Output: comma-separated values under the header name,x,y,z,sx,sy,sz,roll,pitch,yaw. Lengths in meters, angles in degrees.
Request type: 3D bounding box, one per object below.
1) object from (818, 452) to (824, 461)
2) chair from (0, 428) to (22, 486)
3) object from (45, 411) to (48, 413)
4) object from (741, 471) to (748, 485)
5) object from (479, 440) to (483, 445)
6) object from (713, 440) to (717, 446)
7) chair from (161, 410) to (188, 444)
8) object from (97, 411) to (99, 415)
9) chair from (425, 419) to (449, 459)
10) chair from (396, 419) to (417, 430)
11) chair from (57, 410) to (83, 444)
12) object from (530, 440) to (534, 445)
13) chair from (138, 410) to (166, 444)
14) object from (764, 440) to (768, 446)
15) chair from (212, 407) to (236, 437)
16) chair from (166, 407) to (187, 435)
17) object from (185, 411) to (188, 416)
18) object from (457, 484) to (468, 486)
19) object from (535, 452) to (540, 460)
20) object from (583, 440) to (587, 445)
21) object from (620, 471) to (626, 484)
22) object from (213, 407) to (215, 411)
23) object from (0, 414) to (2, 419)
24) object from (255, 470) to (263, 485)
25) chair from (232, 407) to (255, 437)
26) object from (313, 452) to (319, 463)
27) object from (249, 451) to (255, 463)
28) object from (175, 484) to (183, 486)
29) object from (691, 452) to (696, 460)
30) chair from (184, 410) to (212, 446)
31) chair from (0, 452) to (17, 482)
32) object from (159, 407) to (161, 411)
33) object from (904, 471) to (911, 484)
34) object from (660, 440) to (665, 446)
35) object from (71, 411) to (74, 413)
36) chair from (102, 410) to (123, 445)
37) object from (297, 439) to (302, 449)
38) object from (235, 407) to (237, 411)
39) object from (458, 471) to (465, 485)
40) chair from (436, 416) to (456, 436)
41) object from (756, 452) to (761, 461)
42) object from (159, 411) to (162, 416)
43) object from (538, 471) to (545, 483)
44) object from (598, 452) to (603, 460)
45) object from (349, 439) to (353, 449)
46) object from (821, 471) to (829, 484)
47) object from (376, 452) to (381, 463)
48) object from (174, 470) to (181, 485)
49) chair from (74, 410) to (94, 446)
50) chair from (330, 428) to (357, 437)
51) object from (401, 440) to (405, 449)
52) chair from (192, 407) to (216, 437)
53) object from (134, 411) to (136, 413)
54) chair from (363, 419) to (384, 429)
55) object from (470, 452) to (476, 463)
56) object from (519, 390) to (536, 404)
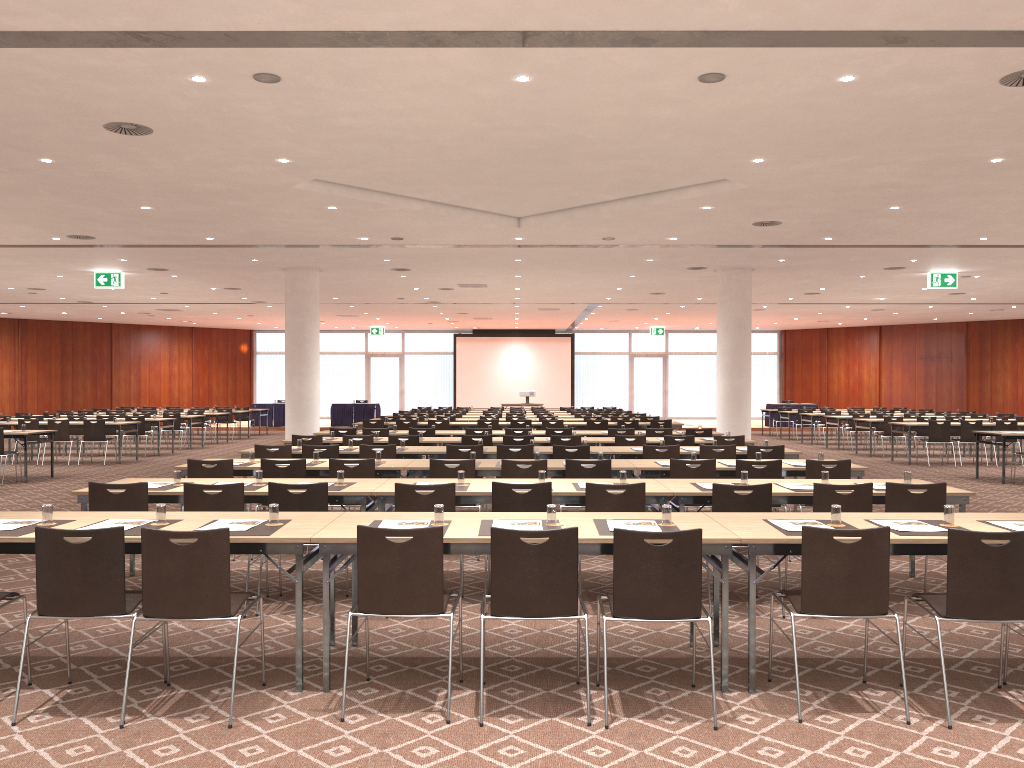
name,x,y,z,sx,sy,sz,roll,pitch,yaw
object,3.171,0.757,9.105,0.054,0.114,0.054,0,1,-34
chair,-8.446,1.174,14.514,0.535,0.939,0.613,0,0,-1
object,-11.884,0.752,22.645,0.054,0.114,0.054,0,1,-34
object,1.862,0.755,7.104,0.054,0.114,0.054,0,1,34
object,-0.392,0.755,11.112,0.054,0.114,0.054,0,0,-11
object,2.536,0.757,11.090,0.054,0.114,0.054,0,1,-34
chair,-9.183,1.179,24.090,0.535,0.939,0.613,0,0,2
object,-10.577,0.753,22.644,0.054,0.114,0.054,0,1,-34
chair,-1.476,1.182,18.027,0.535,0.939,0.613,0,0,1
chair,-2.128,1.181,18.106,0.535,0.939,0.613,0,0,1
chair,-12.093,1.177,24.160,0.535,0.939,0.613,0,0,-2
object,0.254,0.756,11.103,0.054,0.114,0.054,0,0,-11
chair,-9.806,1.178,24.151,0.535,0.939,0.613,0,0,1
object,3.178,0.758,11.099,0.054,0.114,0.054,0,0,-11
chair,-9.118,1.181,28.089,0.535,0.939,0.613,0,0,3
chair,-10.701,1.180,28.154,0.535,0.939,0.613,0,0,-2
object,-8.306,0.755,22.635,0.054,0.114,0.054,0,0,-11
object,-0.396,0.810,7.103,0.102,0.001,0.102,0,0,-34
object,0.260,0.754,9.102,0.054,0.114,0.054,0,1,34
object,0.910,0.756,11.097,0.054,0.114,0.054,0,1,34
object,0.890,0.754,7.110,0.054,0.114,0.054,0,0,-11
object,-8.950,0.757,26.638,0.054,0.114,0.054,0,0,-11
object,-11.900,0.751,20.652,0.054,0.114,0.054,0,1,34
object,-2.032,0.752,7.122,0.054,0.114,0.054,0,0,11
chair,-8.469,1.182,28.006,0.535,0.939,0.613,0,0,0
object,-2.015,0.753,9.116,0.054,0.114,0.054,0,1,-34
object,-2.676,0.752,9.126,0.054,0.114,0.054,0,1,34
object,-2.665,0.808,7.113,0.102,0.001,0.102,0,0,-11
object,1.865,0.756,9.106,0.054,0.114,0.054,0,0,11
chair,-8.495,1.179,24.006,0.535,0.939,0.613,0,0,2
chair,-8.525,1.174,14.514,0.535,0.939,0.613,0,0,-2
object,-10.573,0.755,26.651,0.054,0.114,0.054,0,1,-34
object,3.168,0.756,7.101,0.054,0.114,0.054,0,0,-11
object,1.883,0.757,11.107,0.054,0.114,0.054,0,1,-34
object,-11.229,0.753,22.652,0.054,0.114,0.054,0,1,-34
chair,-10.743,1.178,24.096,0.535,0.939,0.613,0,0,-3
object,-2.665,0.753,11.123,0.054,0.114,0.054,0,0,-11
object,-8.301,0.757,26.637,0.054,0.114,0.054,0,0,-11
object,-0.407,0.753,7.100,0.054,0.114,0.054,0,0,-11
chair,-1.477,1.183,20.103,0.535,0.939,0.613,0,0,1
object,2.529,0.756,9.098,0.054,0.114,0.054,0,1,-34
object,-8.974,0.755,22.632,0.054,0.114,0.054,0,0,-11
object,0.240,0.753,7.116,0.054,0.114,0.054,0,0,-11
object,0.908,0.755,9.095,0.054,0.114,0.054,0,1,34
object,-2.021,0.754,11.121,0.054,0.114,0.054,0,0,-11
object,2.510,0.755,7.108,0.054,0.114,0.054,0,1,34
object,-1.371,0.753,9.111,0.054,0.114,0.054,0,1,-34
object,-2.684,0.751,7.110,0.054,0.114,0.054,0,0,-11
chair,-11.456,1.177,24.017,0.535,0.939,0.613,0,0,3
chair,-2.743,1.179,14.566,0.535,0.939,0.613,0,0,0
object,-1.368,0.754,11.110,0.054,0.114,0.054,0,1,-34
chair,-9.726,1.181,28.010,0.535,0.939,0.613,0,0,-1
object,-9.621,0.754,22.641,0.054,0.114,0.054,0,0,-11
chair,-2.795,1.181,18.066,0.535,0.939,0.613,0,0,2
object,-0.399,0.754,9.099,0.054,0.114,0.054,0,1,34
object,0.554,0.470,31.776,0.576,0.472,0.614,0,0,0
